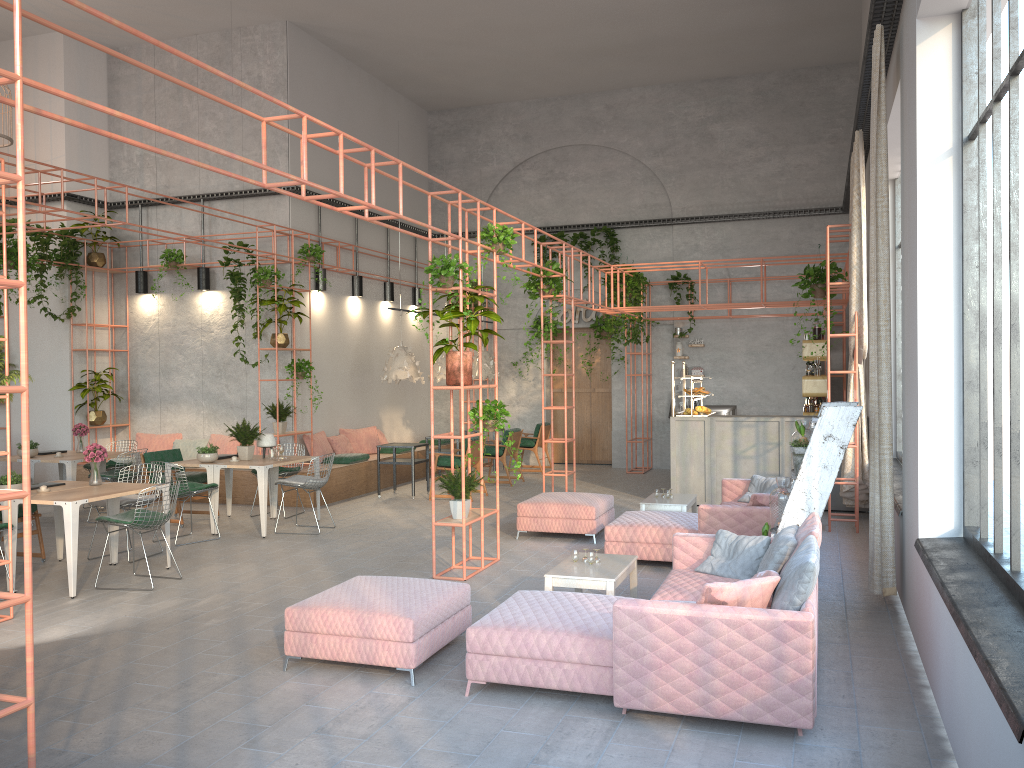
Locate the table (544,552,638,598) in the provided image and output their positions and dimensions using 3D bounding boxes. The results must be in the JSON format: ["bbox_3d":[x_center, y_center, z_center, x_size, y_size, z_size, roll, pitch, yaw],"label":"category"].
[{"bbox_3d":[0.608,1.574,6.615,0.520,0.455,0.916,0,1,19],"label":"table"}]

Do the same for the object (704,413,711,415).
[{"bbox_3d":[2.755,0.386,12.759,0.232,0.110,0.090,0,1,39],"label":"object"}]

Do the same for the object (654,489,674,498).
[{"bbox_3d":[1.719,1.262,10.025,0.199,0.145,0.156,0,1,34],"label":"object"}]

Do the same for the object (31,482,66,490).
[{"bbox_3d":[-4.589,0.994,8.581,0.268,0.031,0.427,0,1,19],"label":"object"}]

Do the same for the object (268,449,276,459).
[{"bbox_3d":[-2.971,0.868,10.979,0.095,0.119,0.095,0,1,43],"label":"object"}]

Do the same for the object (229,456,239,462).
[{"bbox_3d":[-3.356,0.905,10.719,0.115,0.078,0.115,0,1,25],"label":"object"}]

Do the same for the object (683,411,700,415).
[{"bbox_3d":[2.592,0.413,12.817,0.243,0.062,0.091,0,1,13],"label":"object"}]

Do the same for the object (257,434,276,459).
[{"bbox_3d":[-3.088,0.783,11.160,0.241,0.313,0.241,-1,1,-26],"label":"object"}]

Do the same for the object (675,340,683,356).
[{"bbox_3d":[3.146,-0.686,16.694,0.136,0.336,0.145,0,1,33],"label":"object"}]

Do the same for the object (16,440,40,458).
[{"bbox_3d":[-6.326,0.839,11.584,0.248,0.247,0.254,0,1,19],"label":"object"}]

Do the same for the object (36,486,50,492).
[{"bbox_3d":[-4.355,0.973,8.240,0.115,0.073,0.115,0,1,13],"label":"object"}]

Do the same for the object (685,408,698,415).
[{"bbox_3d":[2.579,0.396,12.737,0.089,0.095,0.237,-1,1,-36],"label":"object"}]

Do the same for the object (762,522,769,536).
[{"bbox_3d":[2.034,1.349,7.117,0.225,0.464,0.236,-1,1,-3],"label":"object"}]

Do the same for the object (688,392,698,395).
[{"bbox_3d":[2.590,0.124,12.699,0.146,0.064,0.101,0,1,15],"label":"object"}]

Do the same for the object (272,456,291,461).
[{"bbox_3d":[-2.807,0.908,10.802,0.218,0.041,0.218,0,1,28],"label":"object"}]

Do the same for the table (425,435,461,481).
[{"bbox_3d":[-1.096,1.297,15.306,0.635,0.798,0.602,0,1,19],"label":"table"}]

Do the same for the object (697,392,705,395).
[{"bbox_3d":[2.692,0.130,12.674,0.151,0.052,0.097,0,1,22],"label":"object"}]

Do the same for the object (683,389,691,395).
[{"bbox_3d":[2.517,0.111,12.734,0.111,0.092,0.098,0,1,18],"label":"object"}]

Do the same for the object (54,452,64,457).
[{"bbox_3d":[-5.939,0.922,11.617,0.115,0.078,0.115,0,1,25],"label":"object"}]

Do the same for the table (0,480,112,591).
[{"bbox_3d":[-4.529,1.413,8.448,0.694,0.830,1.205,0,1,19],"label":"table"}]

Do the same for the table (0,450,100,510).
[{"bbox_3d":[-6.299,1.370,12.010,0.694,0.830,1.205,0,1,19],"label":"table"}]

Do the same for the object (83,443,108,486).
[{"bbox_3d":[-4.068,0.783,8.653,0.213,0.414,0.225,0,1,12],"label":"object"}]

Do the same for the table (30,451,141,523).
[{"bbox_3d":[-5.640,1.365,11.785,0.694,0.830,1.214,0,1,19],"label":"table"}]

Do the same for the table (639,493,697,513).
[{"bbox_3d":[1.768,1.510,9.954,0.520,0.455,0.916,0,1,19],"label":"table"}]

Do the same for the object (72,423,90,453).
[{"bbox_3d":[-5.938,0.742,12.203,0.213,0.414,0.225,0,1,12],"label":"object"}]

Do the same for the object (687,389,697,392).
[{"bbox_3d":[2.563,0.090,12.657,0.138,0.050,0.093,0,1,35],"label":"object"}]

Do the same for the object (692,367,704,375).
[{"bbox_3d":[3.477,-0.239,16.591,0.219,0.149,0.129,0,1,19],"label":"object"}]

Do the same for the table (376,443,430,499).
[{"bbox_3d":[-1.671,1.327,13.648,0.635,0.798,0.602,0,1,19],"label":"table"}]

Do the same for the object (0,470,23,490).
[{"bbox_3d":[-4.556,0.894,8.024,0.247,0.247,0.252,0,1,19],"label":"object"}]

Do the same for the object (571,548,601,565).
[{"bbox_3d":[0.559,1.323,6.687,0.199,0.145,0.156,0,1,34],"label":"object"}]

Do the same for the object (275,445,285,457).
[{"bbox_3d":[-2.934,0.852,11.192,0.165,0.154,0.210,-1,1,9],"label":"object"}]

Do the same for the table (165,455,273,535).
[{"bbox_3d":[-3.632,1.352,11.083,0.694,0.830,1.205,0,1,19],"label":"table"}]

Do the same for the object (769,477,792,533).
[{"bbox_3d":[2.155,0.956,7.042,0.219,0.430,0.216,0,1,13],"label":"object"}]

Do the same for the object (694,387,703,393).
[{"bbox_3d":[2.652,0.082,12.624,0.142,0.087,0.094,0,1,27],"label":"object"}]

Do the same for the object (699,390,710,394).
[{"bbox_3d":[2.735,0.111,12.616,0.152,0.058,0.095,-1,1,10],"label":"object"}]

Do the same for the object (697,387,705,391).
[{"bbox_3d":[2.715,0.087,12.807,0.149,0.081,0.088,-1,1,4],"label":"object"}]

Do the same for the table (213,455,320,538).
[{"bbox_3d":[-2.973,1.348,10.858,0.694,0.830,1.214,0,1,19],"label":"table"}]

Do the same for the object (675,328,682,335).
[{"bbox_3d":[3.134,-0.989,16.685,0.133,0.145,0.133,-1,1,-19],"label":"object"}]

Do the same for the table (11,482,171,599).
[{"bbox_3d":[-3.870,1.408,8.223,0.694,0.830,1.214,0,1,19],"label":"table"}]

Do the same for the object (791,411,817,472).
[{"bbox_3d":[2.425,0.477,7.348,0.216,0.500,0.216,-1,1,-39],"label":"object"}]

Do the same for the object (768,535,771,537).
[{"bbox_3d":[2.143,1.419,7.342,0.208,0.320,0.192,0,1,25],"label":"object"}]

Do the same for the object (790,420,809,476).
[{"bbox_3d":[2.337,0.505,7.104,0.212,0.457,0.217,0,1,36],"label":"object"}]

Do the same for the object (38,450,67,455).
[{"bbox_3d":[-6.359,0.939,12.143,0.268,0.031,0.427,0,1,19],"label":"object"}]

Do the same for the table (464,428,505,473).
[{"bbox_3d":[-0.520,1.267,16.963,0.635,0.798,0.602,0,1,19],"label":"table"}]

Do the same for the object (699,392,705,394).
[{"bbox_3d":[2.729,0.121,12.648,0.132,0.051,0.099,0,1,17],"label":"object"}]

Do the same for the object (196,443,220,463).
[{"bbox_3d":[-3.660,0.822,10.657,0.248,0.247,0.254,0,1,19],"label":"object"}]

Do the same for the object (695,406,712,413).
[{"bbox_3d":[2.733,0.365,12.673,0.240,0.104,0.073,-1,1,0],"label":"object"}]

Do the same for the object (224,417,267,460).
[{"bbox_3d":[-3.293,0.672,10.902,0.438,0.527,0.368,0,1,19],"label":"object"}]

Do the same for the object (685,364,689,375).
[{"bbox_3d":[3.273,-0.270,16.661,0.081,0.204,0.081,0,1,20],"label":"object"}]

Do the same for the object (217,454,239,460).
[{"bbox_3d":[-3.693,0.921,11.216,0.268,0.031,0.427,0,1,19],"label":"object"}]
